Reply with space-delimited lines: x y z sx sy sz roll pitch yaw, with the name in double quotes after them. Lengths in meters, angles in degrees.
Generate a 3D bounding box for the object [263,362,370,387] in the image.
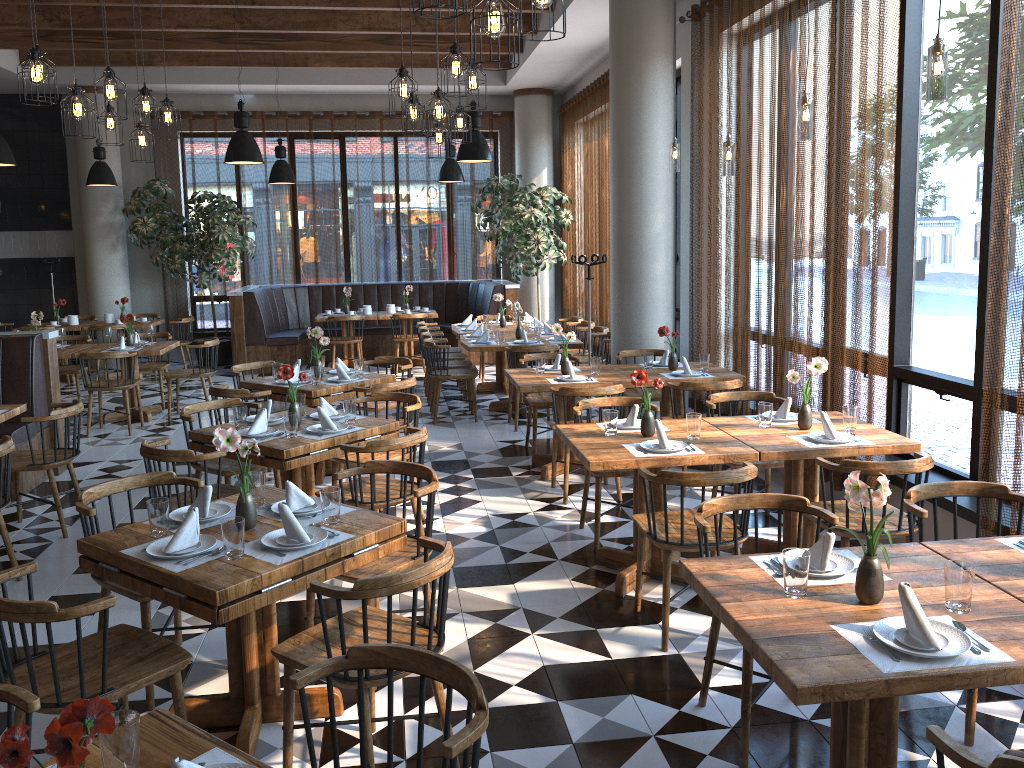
-1.485 -0.087 6.742 0.578 0.136 0.584 6 12 36 "object"

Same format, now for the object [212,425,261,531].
-1.020 0.344 3.296 0.146 0.398 0.208 -1 8 4 "object"

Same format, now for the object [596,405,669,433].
0.670 0.171 4.942 0.352 0.136 0.273 -2 9 -8 "object"

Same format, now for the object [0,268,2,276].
-4.407 -0.150 7.473 0.375 1.650 0.376 -5 8 -30 "object"

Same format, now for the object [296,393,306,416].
-1.304 0.128 5.439 0.080 0.131 0.080 0 8 7 "object"

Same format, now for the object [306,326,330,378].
-1.508 -0.248 6.913 0.206 0.398 0.147 0 8 12 "object"

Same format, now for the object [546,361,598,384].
0.441 -0.097 6.578 0.352 0.136 0.273 -2 9 -8 "object"

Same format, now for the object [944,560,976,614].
1.252 0.571 2.484 0.080 0.131 0.080 -4 8 -23 "object"

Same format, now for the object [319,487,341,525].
-0.685 0.463 3.353 0.080 0.131 0.080 0 8 7 "object"

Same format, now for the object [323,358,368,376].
-1.354 -0.151 7.112 0.352 0.136 0.273 6 11 37 "object"

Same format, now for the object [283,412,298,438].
-1.207 0.227 4.835 0.080 0.131 0.080 -1 8 -3 "object"

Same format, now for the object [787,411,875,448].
1.630 0.219 4.541 0.352 0.136 0.273 -2 9 -8 "object"

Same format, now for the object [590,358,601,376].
0.638 -0.131 6.774 0.080 0.131 0.080 -4 8 -23 "object"

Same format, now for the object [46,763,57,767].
-0.946 0.755 1.611 0.273 0.136 0.353 6 11 37 "object"

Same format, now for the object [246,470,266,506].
-1.043 0.427 3.612 0.080 0.131 0.080 0 8 7 "object"

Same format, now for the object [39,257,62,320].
-6.804 -1.054 13.188 0.374 1.650 0.376 1 7 14 "object"

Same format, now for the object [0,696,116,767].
-0.708 0.674 1.414 0.171 0.353 0.156 5 10 39 "object"

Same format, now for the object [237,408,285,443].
-1.420 0.214 4.922 0.352 0.136 0.273 6 11 37 "object"

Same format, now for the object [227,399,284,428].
-1.479 0.153 5.293 0.273 0.136 0.353 6 11 37 "object"

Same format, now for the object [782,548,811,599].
0.835 0.558 2.606 0.080 0.131 0.080 -4 8 -23 "object"

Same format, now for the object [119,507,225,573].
-1.155 0.513 3.091 0.352 0.136 0.273 6 11 37 "object"

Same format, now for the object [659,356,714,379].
1.321 -0.134 6.700 0.352 0.136 0.273 -2 9 -8 "object"

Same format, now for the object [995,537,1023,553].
1.854 0.481 2.939 0.352 0.136 0.273 -2 9 -8 "object"

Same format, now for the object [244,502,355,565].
-0.780 0.497 3.146 0.273 0.136 0.353 6 11 37 "object"

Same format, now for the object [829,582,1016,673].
1.055 0.604 2.294 0.352 0.136 0.273 -2 9 -8 "object"

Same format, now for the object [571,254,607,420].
0.709 -0.350 8.091 0.375 1.650 0.376 -5 8 -25 "object"

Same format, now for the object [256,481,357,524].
-0.839 0.436 3.517 0.352 0.136 0.273 6 11 37 "object"

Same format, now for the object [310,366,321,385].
-1.459 -0.061 6.596 0.080 0.131 0.080 -8 10 -42 "object"

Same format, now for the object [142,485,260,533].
-1.214 0.453 3.462 0.273 0.136 0.353 6 11 37 "object"

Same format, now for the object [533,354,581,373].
0.361 -0.182 7.101 0.352 0.136 0.273 -2 9 -8 "object"

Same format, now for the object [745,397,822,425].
1.549 0.134 5.064 0.352 0.136 0.273 -2 9 -8 "object"

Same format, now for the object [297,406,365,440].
-1.045 0.198 4.978 0.273 0.136 0.353 6 11 37 "object"

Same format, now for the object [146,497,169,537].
-1.297 0.491 3.255 0.080 0.131 0.080 0 8 7 "object"

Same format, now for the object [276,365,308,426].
-1.282 0.063 5.155 0.156 0.353 0.171 -8 10 -42 "object"

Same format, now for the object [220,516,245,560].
-0.945 0.526 3.008 0.080 0.131 0.080 0 8 7 "object"

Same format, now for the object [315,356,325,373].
-1.556 -0.160 7.200 0.080 0.131 0.080 -6 9 -33 "object"

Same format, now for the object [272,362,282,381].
-1.811 -0.095 6.844 0.080 0.131 0.080 -8 10 -42 "object"

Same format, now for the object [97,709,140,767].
-0.778 0.730 1.761 0.080 0.131 0.080 0 8 7 "object"

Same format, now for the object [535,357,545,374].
0.221 -0.143 6.896 0.080 0.131 0.080 -4 8 -23 "object"

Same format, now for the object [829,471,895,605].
1.004 0.433 2.529 0.146 0.398 0.207 -3 8 -15 "object"

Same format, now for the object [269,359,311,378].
-1.728 -0.135 7.057 0.273 0.136 0.353 6 11 37 "object"

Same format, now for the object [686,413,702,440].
0.947 0.222 4.617 0.080 0.131 0.080 -4 8 -23 "object"

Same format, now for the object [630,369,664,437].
0.707 0.097 4.720 0.156 0.353 0.171 -5 9 -29 "object"

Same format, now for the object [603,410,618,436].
0.529 0.210 4.739 0.080 0.131 0.080 -4 8 -23 "object"

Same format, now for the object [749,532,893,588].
0.974 0.518 2.817 0.352 0.136 0.273 -2 9 -8 "object"

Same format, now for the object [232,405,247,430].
-1.559 0.192 5.083 0.080 0.131 0.080 -1 8 -3 "object"

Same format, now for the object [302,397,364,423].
-1.104 0.137 5.348 0.352 0.136 0.273 6 11 37 "object"

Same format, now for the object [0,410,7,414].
-3.416 0.135 5.628 0.272 0.136 0.354 -2 9 -8 "object"

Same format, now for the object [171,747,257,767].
-0.571 0.739 1.666 0.352 0.136 0.273 6 11 37 "object"

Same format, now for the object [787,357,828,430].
1.584 0.052 4.754 0.206 0.398 0.147 -2 7 -4 "object"

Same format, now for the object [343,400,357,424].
-0.947 0.165 5.180 0.080 0.131 0.080 -1 8 -3 "object"

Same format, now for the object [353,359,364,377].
-1.199 -0.123 6.941 0.080 0.131 0.080 -6 9 -33 "object"

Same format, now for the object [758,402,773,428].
1.389 0.173 4.858 0.080 0.131 0.080 3 9 27 "object"

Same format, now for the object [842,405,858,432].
1.807 0.186 4.736 0.080 0.131 0.080 3 9 27 "object"

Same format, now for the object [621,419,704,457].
0.751 0.256 4.419 0.352 0.136 0.273 -2 9 -8 "object"

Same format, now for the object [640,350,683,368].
1.240 -0.219 7.223 0.352 0.136 0.273 -2 9 -8 "object"
